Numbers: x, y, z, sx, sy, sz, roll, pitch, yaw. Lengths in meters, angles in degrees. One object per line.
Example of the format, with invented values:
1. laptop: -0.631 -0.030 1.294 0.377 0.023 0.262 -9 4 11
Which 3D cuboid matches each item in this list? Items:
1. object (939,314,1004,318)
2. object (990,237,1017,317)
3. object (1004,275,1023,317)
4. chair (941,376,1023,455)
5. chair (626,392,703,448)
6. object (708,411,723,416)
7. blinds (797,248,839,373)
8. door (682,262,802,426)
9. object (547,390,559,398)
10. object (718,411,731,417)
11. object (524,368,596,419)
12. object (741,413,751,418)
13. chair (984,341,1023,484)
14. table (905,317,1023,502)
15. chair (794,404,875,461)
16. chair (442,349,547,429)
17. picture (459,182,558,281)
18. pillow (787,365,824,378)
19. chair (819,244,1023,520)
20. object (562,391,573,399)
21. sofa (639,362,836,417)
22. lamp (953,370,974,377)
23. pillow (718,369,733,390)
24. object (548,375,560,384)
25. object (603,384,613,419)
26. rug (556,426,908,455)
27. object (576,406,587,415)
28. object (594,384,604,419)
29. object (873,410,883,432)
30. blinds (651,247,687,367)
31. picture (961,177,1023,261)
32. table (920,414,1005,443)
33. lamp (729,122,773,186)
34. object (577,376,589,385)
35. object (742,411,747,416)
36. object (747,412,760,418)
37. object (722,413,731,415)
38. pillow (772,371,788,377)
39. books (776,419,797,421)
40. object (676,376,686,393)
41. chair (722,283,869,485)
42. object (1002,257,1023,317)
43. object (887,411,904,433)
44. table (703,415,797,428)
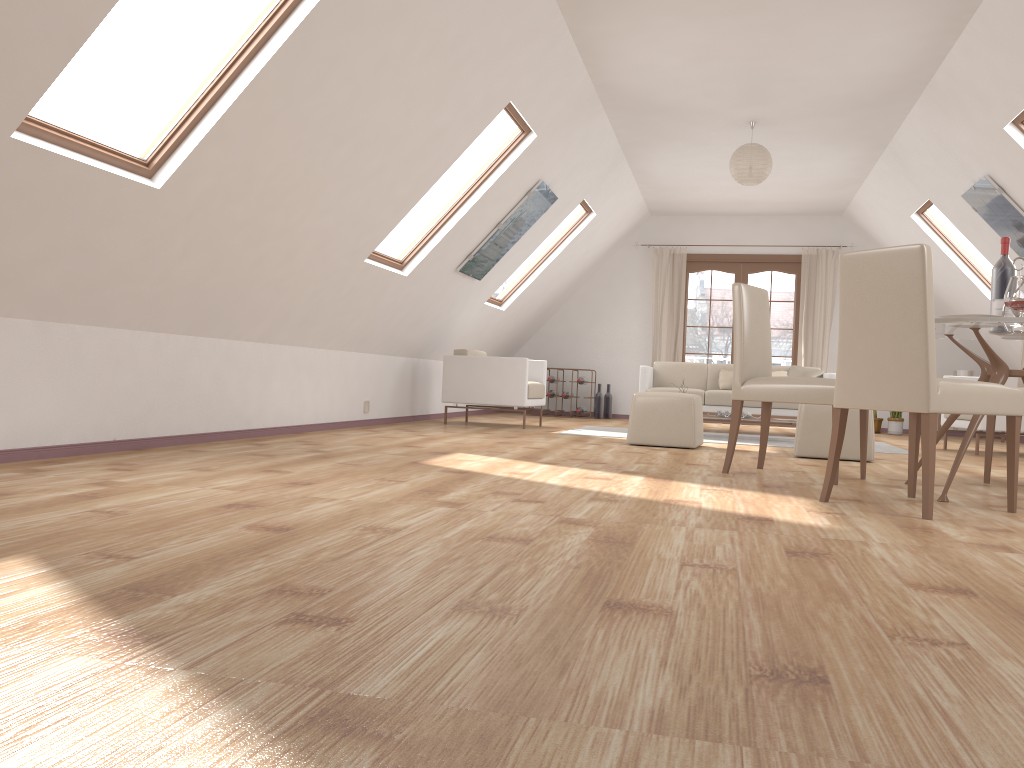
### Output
1. object: 1.965 -0.277 3.785 0.228 0.020 0.228 2 0 -31
2. object: 2.312 -0.472 4.172 0.109 0.435 0.109 3 0 10
3. object: 2.107 -0.351 3.660 0.136 0.183 0.136 2 0 -8
4. chair: 4.110 0.229 7.337 0.820 0.706 0.748 3 0 3
5. chair: 1.144 0.255 6.552 0.506 0.394 0.506 3 0 18
6. object: 1.823 0.263 7.929 0.143 0.052 0.064 3 0 14
7. blinds: 3.673 -0.570 10.680 0.424 2.129 0.123 3 0 9
8. door: 2.814 -0.513 11.023 1.546 2.001 0.098 3 0 14
9. object: 0.503 0.126 11.163 0.109 0.109 0.435 3 0 14
10. object: 1.868 0.265 7.775 0.064 0.052 0.143 3 0 44
11. object: 0.606 0.107 11.182 0.854 0.608 0.417 3 0 14
12. object: 2.024 0.273 7.737 0.064 0.051 0.143 2 0 -16
13. chair: 2.880 0.042 4.751 0.477 0.999 0.618 3 0 41
14. table: 2.276 0.131 4.024 1.198 0.770 1.198 3 0 34
15. chair: 2.193 0.304 6.048 0.506 0.394 0.506 3 0 18
16. chair: -0.146 0.037 8.385 0.820 0.706 0.748 3 0 16
17. picture: -0.017 -1.277 7.535 0.683 0.738 0.650 3 0 14
18. pillow: 2.952 -0.053 9.015 0.269 0.276 0.424 2 0 -27
19. chair: 1.630 -0.008 3.522 0.618 0.999 0.477 2 0 -32
20. object: 0.683 0.138 11.119 0.109 0.109 0.435 3 0 14
21. sofa: 2.284 0.141 9.120 1.880 0.706 0.820 3 0 14
22. lamp: 5.102 0.035 10.012 0.180 0.375 0.221 2 0 -43
23. pillow: 2.326 -0.048 9.218 0.351 0.235 0.185 3 0 17
24. object: 0.510 -0.059 11.165 0.109 0.109 0.435 3 0 14
25. object: 1.213 0.222 11.192 0.115 0.443 0.120 3 0 8
26. rug: 1.915 0.480 7.831 2.800 0.007 1.600 3 0 14
27. object: 0.857 0.333 11.076 0.109 0.109 0.435 3 0 14
28. object: 1.081 0.217 11.008 0.115 0.443 0.120 3 0 8
29. object: 4.220 0.145 10.385 0.311 0.846 0.307 3 0 6
30. blinds: 1.936 -0.646 11.143 0.423 2.130 0.120 3 0 11
31. picture: 3.783 -1.106 6.609 0.683 0.738 0.650 3 0 14
32. table: 4.999 0.415 9.868 0.730 0.390 0.773 3 0 12
33. lamp: 1.936 -1.866 7.176 0.340 0.497 0.340 2 0 -37
34. object: 0.873 -0.042 11.076 0.109 0.109 0.435 3 0 14
35. object: 2.089 0.274 8.007 0.064 0.052 0.143 3 0 44
36. object: 2.135 0.277 7.853 0.143 0.052 0.064 3 0 14
37. object: 1.933 0.267 8.045 0.064 0.052 0.143 2 0 -16
38. pillow: 2.656 -0.033 9.133 0.351 0.225 0.196 3 0 19
39. books: 2.443 0.314 7.737 0.280 0.005 0.192 3 0 6
40. object: 1.544 0.094 8.051 0.184 0.359 0.123 2 0 -35
41. chair: 1.485 -0.019 4.610 0.618 0.999 0.477 3 0 38
42. object: 2.298 -0.415 4.020 0.086 0.322 0.096 2 0 -23
43. object: 4.378 0.338 10.090 0.234 0.480 0.209 2 0 -20
44. table: 1.973 0.391 7.886 1.173 0.190 0.730 3 0 14
